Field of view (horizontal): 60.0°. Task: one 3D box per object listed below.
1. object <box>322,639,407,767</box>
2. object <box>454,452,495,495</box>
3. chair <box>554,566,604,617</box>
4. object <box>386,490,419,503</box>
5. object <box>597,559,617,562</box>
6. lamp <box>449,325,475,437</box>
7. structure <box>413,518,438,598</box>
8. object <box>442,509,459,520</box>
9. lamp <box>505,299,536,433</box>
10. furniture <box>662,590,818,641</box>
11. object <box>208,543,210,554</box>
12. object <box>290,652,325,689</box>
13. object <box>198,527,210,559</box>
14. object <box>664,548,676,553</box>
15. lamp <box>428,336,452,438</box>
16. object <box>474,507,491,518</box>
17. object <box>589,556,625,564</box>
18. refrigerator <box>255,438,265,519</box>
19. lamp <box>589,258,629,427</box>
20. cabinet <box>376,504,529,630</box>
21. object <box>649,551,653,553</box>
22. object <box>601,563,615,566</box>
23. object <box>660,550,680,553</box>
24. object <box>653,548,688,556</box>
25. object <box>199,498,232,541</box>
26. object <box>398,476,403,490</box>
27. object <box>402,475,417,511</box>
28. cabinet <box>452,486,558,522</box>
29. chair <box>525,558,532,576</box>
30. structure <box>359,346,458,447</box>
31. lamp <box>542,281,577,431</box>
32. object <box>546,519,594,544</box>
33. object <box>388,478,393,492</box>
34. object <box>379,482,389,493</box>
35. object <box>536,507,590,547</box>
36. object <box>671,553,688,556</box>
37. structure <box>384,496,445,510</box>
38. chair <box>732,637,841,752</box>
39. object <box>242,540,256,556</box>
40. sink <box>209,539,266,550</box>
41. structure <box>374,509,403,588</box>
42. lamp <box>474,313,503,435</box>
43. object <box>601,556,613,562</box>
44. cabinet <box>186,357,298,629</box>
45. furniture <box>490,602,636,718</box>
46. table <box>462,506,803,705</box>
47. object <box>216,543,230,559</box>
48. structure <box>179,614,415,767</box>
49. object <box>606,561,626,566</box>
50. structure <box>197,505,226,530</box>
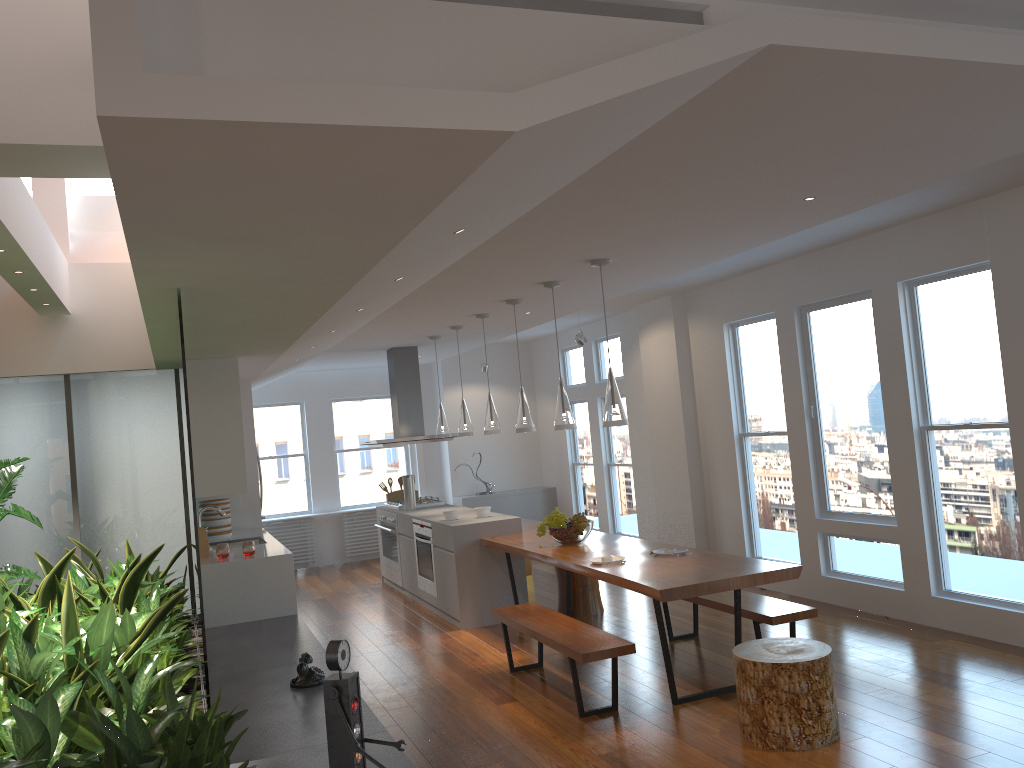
[{"bbox_3d":[-0.493,1.135,2.949,0.318,0.565,0.134,-6,-3,15],"label":"object"},{"bbox_3d":[-0.467,1.163,11.507,0.210,0.563,0.590,-7,-3,40],"label":"object"},{"bbox_3d":[0.552,1.677,7.421,0.396,0.455,0.402,-4,-3,-31],"label":"chair"},{"bbox_3d":[-1.221,1.258,9.882,0.353,0.157,0.084,-4,-3,-21],"label":"object"},{"bbox_3d":[0.590,1.096,5.485,0.124,0.011,0.124,-5,-3,0],"label":"object"},{"bbox_3d":[-0.457,-0.061,7.952,0.160,1.060,0.160,-5,-3,6],"label":"lamp"},{"bbox_3d":[-0.780,1.561,8.021,0.072,0.648,0.644,-4,-3,-21],"label":"structure"},{"bbox_3d":[-0.527,1.132,7.667,0.152,0.082,0.152,-6,-3,18],"label":"object"},{"bbox_3d":[0.054,-0.170,6.603,0.160,1.060,0.160,-5,-3,6],"label":"lamp"},{"bbox_3d":[1.382,1.555,5.733,0.316,0.389,1.433,-4,-3,-21],"label":"furniture"},{"bbox_3d":[-2.438,1.251,6.982,0.100,0.170,0.173,-4,-3,-19],"label":"object"},{"bbox_3d":[-1.066,1.463,4.546,0.181,0.155,0.216,-7,-3,34],"label":"object"},{"bbox_3d":[-2.366,1.208,6.747,0.104,0.222,0.200,-4,-3,-21],"label":"object"},{"bbox_3d":[0.998,1.054,5.592,0.079,0.030,0.070,-6,-3,22],"label":"object"},{"bbox_3d":[-0.712,-0.007,8.626,0.160,1.060,0.160,-5,-3,6],"label":"lamp"},{"bbox_3d":[-0.251,1.106,7.641,0.152,0.082,0.152,-7,-3,30],"label":"object"},{"bbox_3d":[0.589,1.092,5.485,0.222,0.020,0.222,-6,-3,20],"label":"object"},{"bbox_3d":[-2.936,1.382,9.189,0.725,1.772,0.908,-4,-3,-21],"label":"refrigerator"},{"bbox_3d":[0.564,-0.278,5.255,0.160,1.060,0.160,-5,-3,6],"label":"lamp"},{"bbox_3d":[-0.683,1.648,8.590,0.597,0.832,2.936,-4,-3,-21],"label":"cabinet"},{"bbox_3d":[0.947,1.073,5.703,0.149,0.014,0.044,-4,-3,-20],"label":"object"},{"bbox_3d":[0.614,1.092,5.386,0.164,0.006,0.017,-4,-3,-16],"label":"object"},{"bbox_3d":[0.999,1.064,5.591,0.124,0.011,0.124,-3,-3,-39],"label":"object"},{"bbox_3d":[0.999,1.060,5.592,0.222,0.020,0.222,-4,-3,-29],"label":"object"},{"bbox_3d":[-2.680,1.229,8.019,0.267,0.356,0.266,-5,-3,5],"label":"object"},{"bbox_3d":[-1.231,1.180,9.895,0.061,0.299,0.040,-4,-3,-23],"label":"object"},{"bbox_3d":[-1.031,1.102,8.998,0.120,0.356,0.172,-6,-3,27],"label":"object"},{"bbox_3d":[-0.067,1.781,11.656,1.309,0.725,0.420,-4,-3,-21],"label":"cabinet"},{"bbox_3d":[-0.037,1.836,9.560,0.344,0.430,0.549,-4,-3,-17],"label":"chair"},{"bbox_3d":[-1.154,-0.058,9.506,0.909,1.405,0.900,-4,-3,-21],"label":"structure"},{"bbox_3d":[0.309,-0.224,5.929,0.160,1.060,0.160,-5,-3,6],"label":"lamp"},{"bbox_3d":[0.423,1.089,6.468,0.360,0.159,0.360,-7,-3,32],"label":"object"},{"bbox_3d":[-1.342,1.188,9.853,0.055,0.299,0.027,-4,-3,-21],"label":"object"},{"bbox_3d":[-1.374,1.208,9.837,0.199,0.259,0.016,-5,-3,-11],"label":"object"},{"bbox_3d":[0.389,1.029,6.475,0.292,0.284,0.394,-7,-3,33],"label":"object"},{"bbox_3d":[1.048,1.050,5.497,0.158,0.017,0.019,-4,-3,-26],"label":"object"},{"bbox_3d":[-1.047,1.268,9.469,0.520,0.073,0.650,-4,-3,-21],"label":"structure"},{"bbox_3d":[1.320,1.483,4.280,0.460,0.400,0.460,-5,-3,-11],"label":"chair"},{"bbox_3d":[-1.948,1.216,6.564,0.094,0.106,0.094,-4,-3,-15],"label":"object"},{"bbox_3d":[-2.320,1.467,7.511,0.449,0.192,0.666,-4,-3,-21],"label":"sink"},{"bbox_3d":[-1.044,1.693,9.424,0.649,0.735,0.890,-4,-3,-21],"label":"structure"},{"bbox_3d":[-0.202,-0.115,7.277,0.160,1.060,0.160,-5,-3,6],"label":"lamp"},{"bbox_3d":[0.589,1.085,5.485,0.079,0.030,0.070,-7,-3,32],"label":"object"},{"bbox_3d":[-2.744,1.116,8.487,0.676,2.280,4.565,-4,-3,-21],"label":"cabinet"},{"bbox_3d":[0.271,1.635,5.306,0.316,0.389,1.433,-4,-3,-21],"label":"furniture"},{"bbox_3d":[0.127,1.584,7.405,0.893,0.704,5.996,-4,-3,-21],"label":"table"},{"bbox_3d":[-2.134,1.232,6.542,0.094,0.106,0.094,-4,-3,-15],"label":"object"},{"bbox_3d":[-2.223,1.807,3.892,3.088,0.386,5.584,-4,-3,-21],"label":"structure"},{"bbox_3d":[0.624,1.086,5.354,0.149,0.014,0.044,-4,-3,-22],"label":"object"},{"bbox_3d":[-2.529,1.286,7.477,0.248,0.536,0.115,-4,-3,-21],"label":"structure"}]
